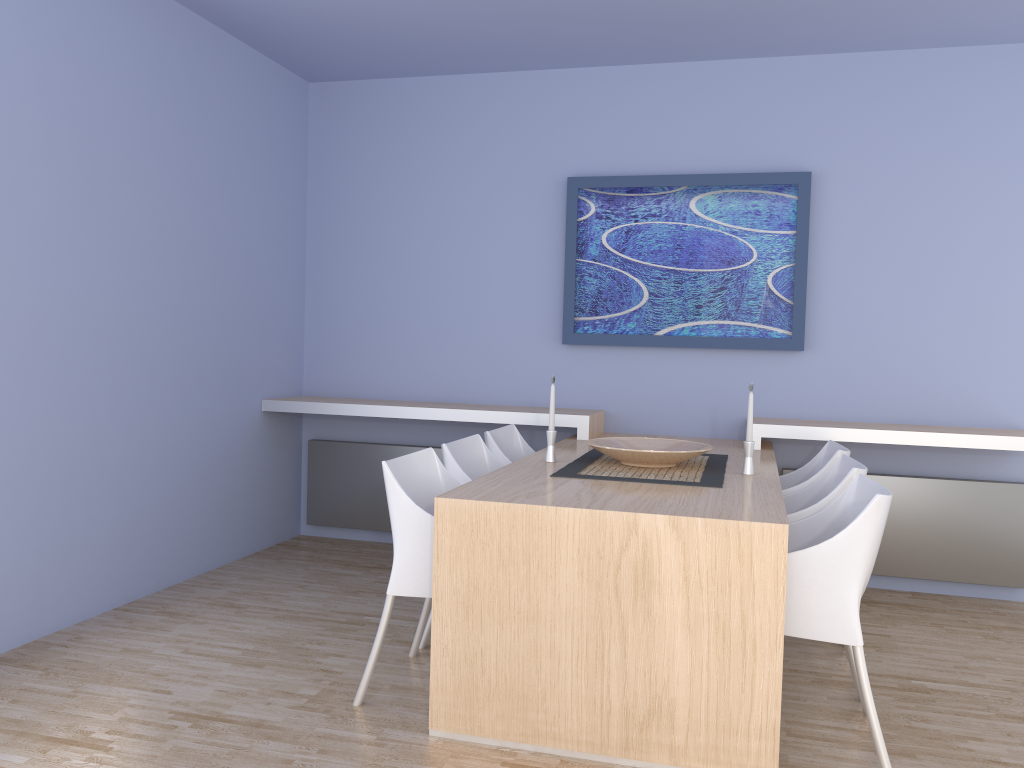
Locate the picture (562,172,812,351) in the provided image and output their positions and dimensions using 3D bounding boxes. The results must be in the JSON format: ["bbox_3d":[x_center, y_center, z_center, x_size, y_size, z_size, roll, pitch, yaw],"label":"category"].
[{"bbox_3d":[0.896,-0.643,4.662,1.252,0.901,0.049,2,2,15],"label":"picture"}]

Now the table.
[{"bbox_3d":[0.552,0.676,3.636,1.002,0.718,2.340,2,2,15],"label":"table"}]

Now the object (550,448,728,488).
[{"bbox_3d":[0.543,0.319,3.516,0.594,0.005,0.986,2,2,15],"label":"object"}]

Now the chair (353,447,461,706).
[{"bbox_3d":[-0.206,0.642,3.026,0.486,0.793,0.510,2,2,15],"label":"chair"}]

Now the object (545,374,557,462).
[{"bbox_3d":[0.159,0.134,3.523,0.045,0.349,0.045,0,3,-33],"label":"object"}]

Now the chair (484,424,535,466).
[{"bbox_3d":[0.097,0.605,4.133,0.486,0.793,0.510,2,2,15],"label":"chair"}]

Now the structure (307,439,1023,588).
[{"bbox_3d":[0.649,0.656,4.772,3.843,0.503,0.064,2,2,15],"label":"structure"}]

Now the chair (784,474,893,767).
[{"bbox_3d":[0.900,0.687,2.725,0.486,0.793,0.510,2,2,15],"label":"chair"}]

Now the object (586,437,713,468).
[{"bbox_3d":[0.542,0.277,3.517,0.493,0.081,0.493,3,3,34],"label":"object"}]

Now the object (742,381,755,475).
[{"bbox_3d":[0.891,0.164,3.323,0.045,0.349,0.045,2,2,15],"label":"object"}]

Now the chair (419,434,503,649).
[{"bbox_3d":[-0.055,0.623,3.579,0.486,0.793,0.510,2,2,15],"label":"chair"}]

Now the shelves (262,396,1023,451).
[{"bbox_3d":[0.540,0.574,4.611,3.901,0.840,0.463,2,2,15],"label":"shelves"}]

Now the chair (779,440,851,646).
[{"bbox_3d":[1.212,0.649,3.865,0.486,0.793,0.510,2,2,15],"label":"chair"}]

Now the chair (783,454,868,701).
[{"bbox_3d":[1.057,0.667,3.299,0.486,0.793,0.510,2,2,16],"label":"chair"}]
